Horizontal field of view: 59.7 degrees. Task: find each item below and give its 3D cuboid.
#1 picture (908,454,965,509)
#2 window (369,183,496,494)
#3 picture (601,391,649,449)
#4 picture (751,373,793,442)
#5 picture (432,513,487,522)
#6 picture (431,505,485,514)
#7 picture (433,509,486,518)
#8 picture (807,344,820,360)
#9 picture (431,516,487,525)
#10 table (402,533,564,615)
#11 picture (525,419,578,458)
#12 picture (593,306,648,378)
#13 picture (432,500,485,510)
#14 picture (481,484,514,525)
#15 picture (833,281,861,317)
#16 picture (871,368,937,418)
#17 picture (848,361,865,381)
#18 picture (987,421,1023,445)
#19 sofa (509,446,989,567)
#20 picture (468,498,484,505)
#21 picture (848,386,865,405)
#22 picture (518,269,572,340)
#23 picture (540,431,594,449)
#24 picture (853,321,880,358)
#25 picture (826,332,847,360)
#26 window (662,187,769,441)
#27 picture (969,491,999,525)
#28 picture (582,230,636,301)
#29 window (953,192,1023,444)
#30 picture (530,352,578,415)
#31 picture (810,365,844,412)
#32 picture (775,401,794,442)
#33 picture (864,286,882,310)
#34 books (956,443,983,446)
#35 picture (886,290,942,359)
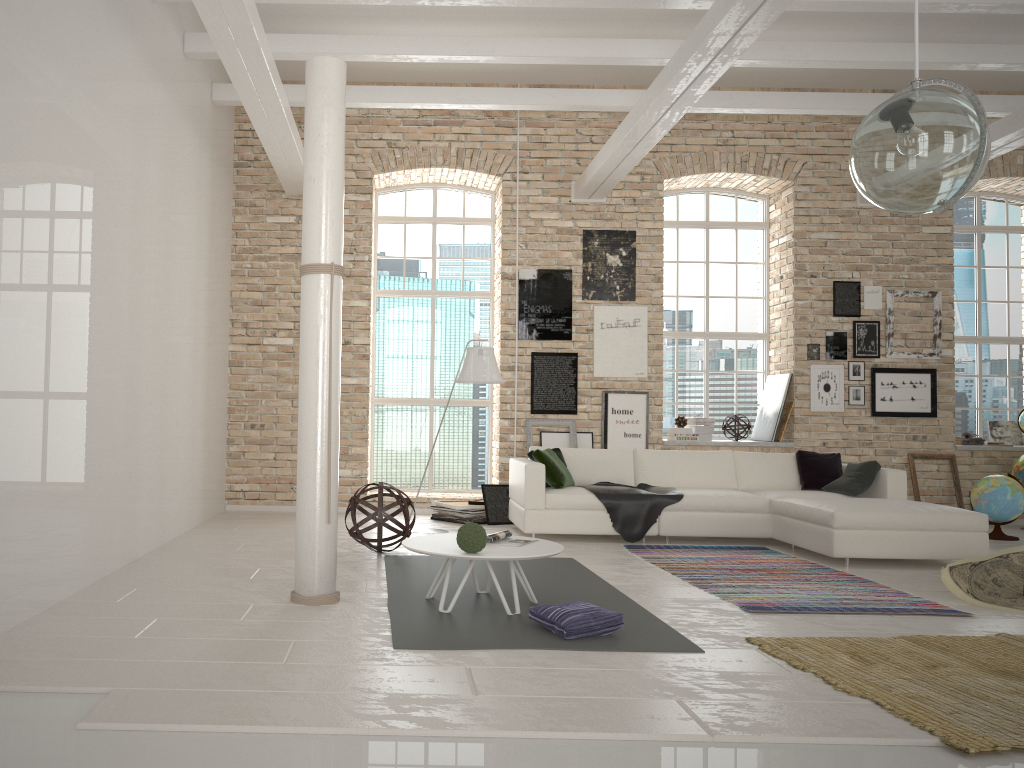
[{"bbox_3d":[4.578,1.133,9.601,0.506,0.748,0.222,1,-2,-1],"label":"picture"},{"bbox_3d":[-0.189,-0.761,4.870,1.419,3.655,11.508,1,-2,-7],"label":"window"},{"bbox_3d":[1.237,0.456,9.748,0.519,0.756,0.012,1,-2,0],"label":"picture"},{"bbox_3d":[2.927,0.271,10.054,0.243,0.764,0.592,1,-2,-6],"label":"picture"},{"bbox_3d":[-0.371,1.354,9.264,0.626,0.048,0.734,0,-3,32],"label":"picture"},{"bbox_3d":[-0.360,1.277,9.252,0.628,0.048,0.730,-1,-3,45],"label":"picture"},{"bbox_3d":[-0.333,1.316,9.246,0.736,0.048,0.624,2,-3,-33],"label":"picture"},{"bbox_3d":[3.305,-0.352,9.772,0.135,0.178,0.008,1,-2,5],"label":"picture"},{"bbox_3d":[-0.359,1.390,9.229,0.732,0.048,0.628,3,-3,-43],"label":"picture"},{"bbox_3d":[-0.171,1.075,5.032,0.938,0.342,0.884,1,-2,11],"label":"table"},{"bbox_3d":[0.435,0.668,9.614,0.544,0.582,0.284,1,-2,-1],"label":"picture"},{"bbox_3d":[1.190,-0.464,9.785,0.590,0.784,0.036,1,-2,0],"label":"picture"},{"bbox_3d":[-0.355,1.239,9.226,0.744,0.048,0.618,2,-2,-26],"label":"picture"},{"bbox_3d":[-0.132,1.212,8.940,0.314,0.404,0.201,2,-3,-24],"label":"picture"},{"bbox_3d":[3.679,-0.933,9.791,0.296,0.394,0.018,1,-2,0],"label":"picture"},{"bbox_3d":[4.279,0.095,9.742,0.714,0.535,0.031,1,-2,0],"label":"picture"},{"bbox_3d":[3.772,-0.141,9.762,0.176,0.213,0.011,1,-2,0],"label":"picture"},{"bbox_3d":[5.752,0.576,10.374,0.393,0.292,0.067,1,-2,0],"label":"picture"},{"bbox_3d":[1.746,1.005,7.624,3.276,0.842,2.176,1,-2,-2],"label":"sofa"},{"bbox_3d":[-0.246,1.220,9.253,0.305,0.048,0.365,0,-2,24],"label":"picture"},{"bbox_3d":[3.769,0.127,9.751,0.176,0.213,0.011,1,-2,0],"label":"picture"},{"bbox_3d":[0.366,-0.875,9.813,0.591,0.785,0.036,1,-2,0],"label":"picture"},{"bbox_3d":[0.599,0.803,9.674,0.576,0.568,0.147,1,-2,0],"label":"picture"},{"bbox_3d":[3.886,-0.488,9.767,0.292,0.409,0.010,1,-2,0],"label":"picture"},{"bbox_3d":[3.556,-0.419,9.772,0.230,0.306,0.014,1,-2,0],"label":"picture"},{"bbox_3d":[3.038,-1.039,4.862,1.419,2.988,11.508,1,-2,-7],"label":"window"},{"bbox_3d":[5.120,1.346,9.667,0.268,0.351,0.095,1,-2,-1],"label":"picture"},{"bbox_3d":[1.070,-1.309,9.840,0.589,0.784,0.036,1,-2,0],"label":"picture"},{"bbox_3d":[6.230,-0.984,4.842,1.419,2.988,11.508,1,-2,-7],"label":"window"},{"bbox_3d":[0.461,-0.006,9.791,0.511,0.681,0.064,1,-2,0],"label":"picture"},{"bbox_3d":[3.448,0.046,9.751,0.366,0.514,0.013,1,-2,0],"label":"picture"},{"bbox_3d":[2.977,0.424,9.892,0.172,0.460,0.365,1,-2,-7],"label":"picture"},{"bbox_3d":[3.964,-0.948,9.793,0.194,0.259,0.012,1,-2,0],"label":"picture"},{"bbox_3d":[5.099,0.678,9.980,0.255,0.025,0.202,1,-2,-2],"label":"books"},{"bbox_3d":[4.400,-0.650,9.770,0.604,0.749,0.025,1,-2,1],"label":"picture"}]
